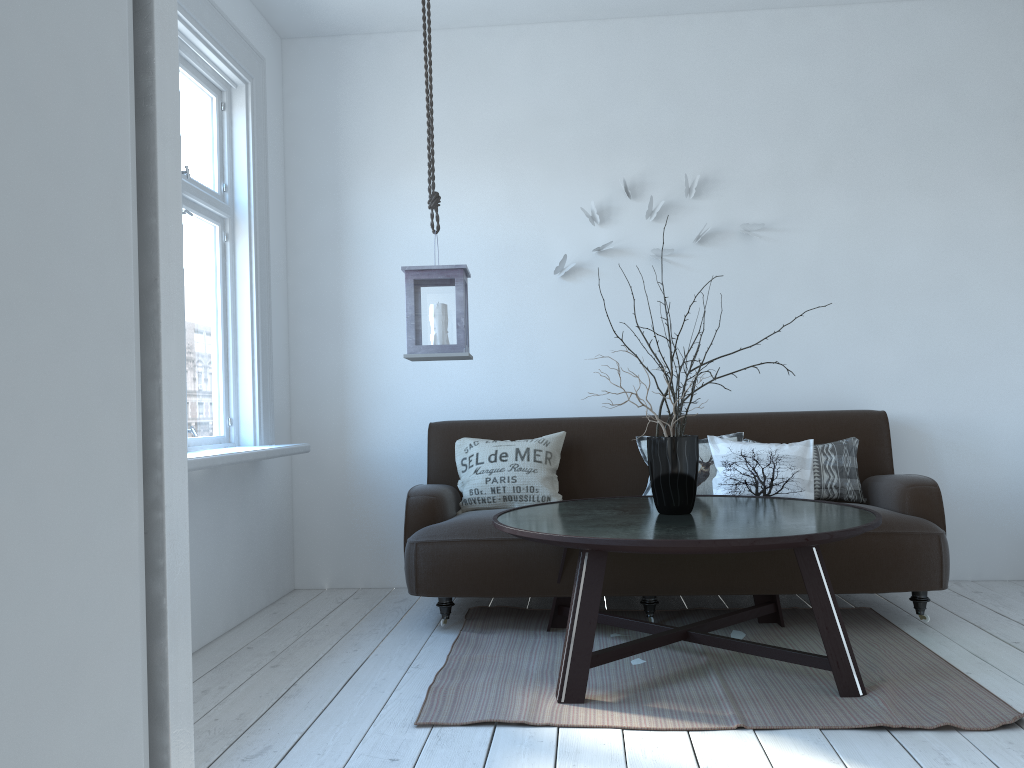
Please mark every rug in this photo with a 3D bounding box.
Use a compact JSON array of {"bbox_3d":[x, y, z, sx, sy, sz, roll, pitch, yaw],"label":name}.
[{"bbox_3d":[0.598,0.924,3.102,1.710,0.055,1.456,-2,-2,5],"label":"rug"}]

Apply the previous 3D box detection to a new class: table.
[{"bbox_3d":[0.589,0.699,3.079,1.300,0.503,1.300,-1,-2,-5],"label":"table"}]

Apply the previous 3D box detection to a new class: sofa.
[{"bbox_3d":[0.652,0.550,3.867,2.165,0.824,0.969,-2,-1,4],"label":"sofa"}]

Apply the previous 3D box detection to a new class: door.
[{"bbox_3d":[0.338,-0.373,0.512,2.599,2.504,0.578,-2,-1,4],"label":"door"}]

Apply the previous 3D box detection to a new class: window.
[{"bbox_3d":[-13.267,-1.345,25.254,27.755,15.016,51.303,-2,-2,4],"label":"window"}]

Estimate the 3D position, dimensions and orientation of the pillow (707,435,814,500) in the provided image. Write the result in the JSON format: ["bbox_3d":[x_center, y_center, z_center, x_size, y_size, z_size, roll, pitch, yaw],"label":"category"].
[{"bbox_3d":[1.077,0.372,3.829,0.471,0.309,0.188,-2,-1,5],"label":"pillow"}]

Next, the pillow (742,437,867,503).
[{"bbox_3d":[1.287,0.382,3.925,0.542,0.287,0.183,-2,-1,5],"label":"pillow"}]

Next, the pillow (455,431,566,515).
[{"bbox_3d":[-0.009,0.406,4.029,0.519,0.367,0.239,-2,-1,4],"label":"pillow"}]

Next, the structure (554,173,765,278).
[{"bbox_3d":[0.710,-0.780,4.342,1.025,0.478,0.085,-2,-1,4],"label":"structure"}]

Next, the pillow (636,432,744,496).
[{"bbox_3d":[0.792,0.392,3.927,0.473,0.347,0.158,-2,-1,3],"label":"pillow"}]

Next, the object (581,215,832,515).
[{"bbox_3d":[0.670,-0.086,3.018,0.845,1.065,0.525,-1,-1,-25],"label":"object"}]

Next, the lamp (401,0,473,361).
[{"bbox_3d":[-0.285,-0.971,3.196,0.228,1.761,0.228,-2,-1,1],"label":"lamp"}]
